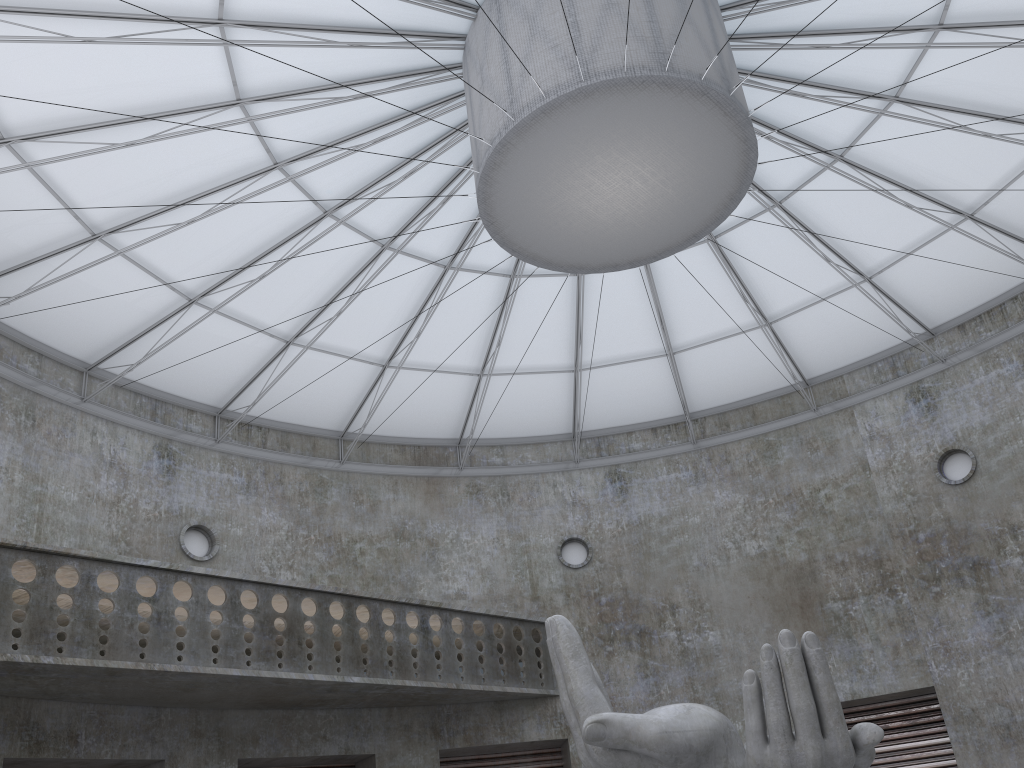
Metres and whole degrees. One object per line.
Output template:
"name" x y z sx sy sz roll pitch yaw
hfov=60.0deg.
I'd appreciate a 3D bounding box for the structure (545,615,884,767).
"structure" 5.377 5.526 14.637 10.714 5.590 15.976 -7 -28 0
